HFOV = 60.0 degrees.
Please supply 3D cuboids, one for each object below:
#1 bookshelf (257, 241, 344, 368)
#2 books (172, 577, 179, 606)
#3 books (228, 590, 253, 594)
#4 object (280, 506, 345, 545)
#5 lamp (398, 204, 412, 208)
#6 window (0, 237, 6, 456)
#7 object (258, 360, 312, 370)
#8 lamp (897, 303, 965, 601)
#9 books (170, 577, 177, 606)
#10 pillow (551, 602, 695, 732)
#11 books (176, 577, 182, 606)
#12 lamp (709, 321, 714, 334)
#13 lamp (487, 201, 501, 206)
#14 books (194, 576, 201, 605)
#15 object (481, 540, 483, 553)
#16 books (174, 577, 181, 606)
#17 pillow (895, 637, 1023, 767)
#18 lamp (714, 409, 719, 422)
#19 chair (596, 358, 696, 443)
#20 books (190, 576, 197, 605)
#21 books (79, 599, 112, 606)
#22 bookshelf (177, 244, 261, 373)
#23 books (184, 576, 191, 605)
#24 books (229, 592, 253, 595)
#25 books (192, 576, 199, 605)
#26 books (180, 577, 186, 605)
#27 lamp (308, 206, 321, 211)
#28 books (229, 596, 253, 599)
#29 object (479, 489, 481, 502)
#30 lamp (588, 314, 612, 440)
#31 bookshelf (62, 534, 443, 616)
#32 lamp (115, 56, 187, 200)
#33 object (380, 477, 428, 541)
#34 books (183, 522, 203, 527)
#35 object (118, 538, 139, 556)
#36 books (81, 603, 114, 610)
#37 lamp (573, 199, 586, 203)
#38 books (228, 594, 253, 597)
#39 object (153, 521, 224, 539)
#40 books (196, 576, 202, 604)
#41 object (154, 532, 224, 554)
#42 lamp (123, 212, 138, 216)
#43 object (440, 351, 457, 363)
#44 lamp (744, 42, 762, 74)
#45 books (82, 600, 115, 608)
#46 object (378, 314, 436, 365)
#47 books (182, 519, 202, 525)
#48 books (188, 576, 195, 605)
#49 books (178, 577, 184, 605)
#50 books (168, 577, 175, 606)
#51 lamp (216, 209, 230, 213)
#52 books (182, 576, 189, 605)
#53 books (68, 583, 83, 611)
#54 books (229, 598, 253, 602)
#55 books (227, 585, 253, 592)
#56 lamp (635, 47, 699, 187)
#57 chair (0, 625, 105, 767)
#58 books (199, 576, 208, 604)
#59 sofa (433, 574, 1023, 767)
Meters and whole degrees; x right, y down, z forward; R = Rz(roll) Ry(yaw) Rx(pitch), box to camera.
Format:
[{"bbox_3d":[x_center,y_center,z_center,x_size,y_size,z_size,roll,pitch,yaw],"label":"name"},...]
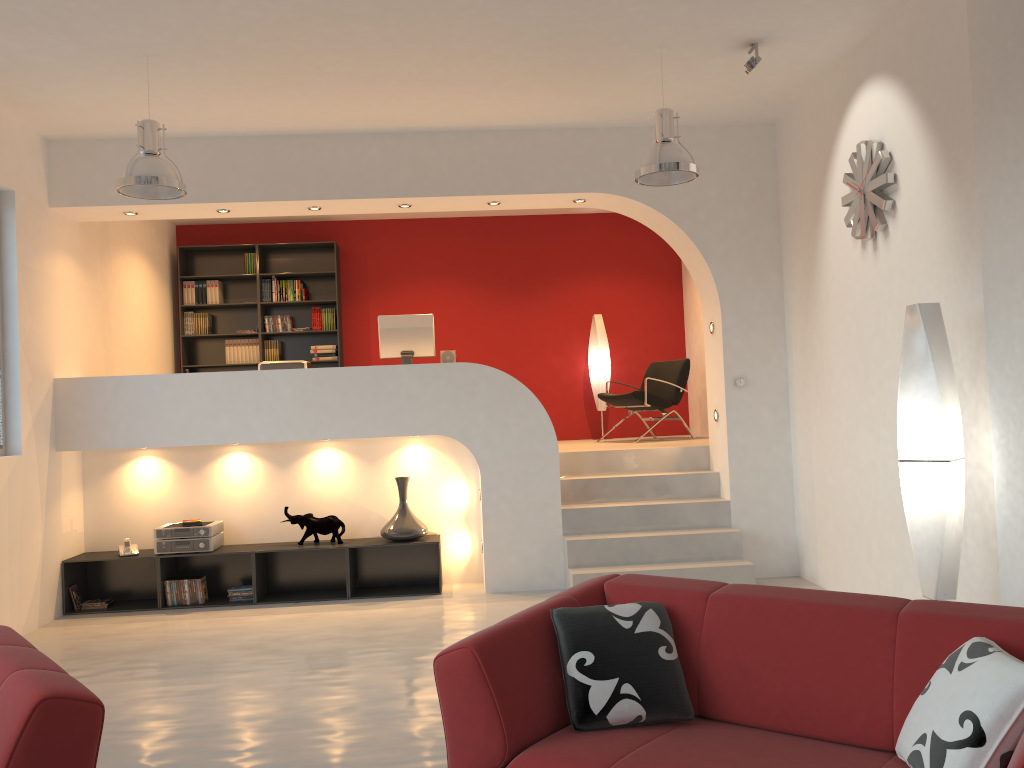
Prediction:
[{"bbox_3d":[-2.229,-0.376,9.434,0.816,2.213,0.305,-2,-2,-4],"label":"bookshelf"},{"bbox_3d":[-2.520,1.560,6.674,0.031,0.190,0.135,-2,-2,-4],"label":"books"},{"bbox_3d":[-2.047,1.569,6.745,0.190,0.015,0.135,-2,-2,-4],"label":"books"},{"bbox_3d":[-1.530,1.085,6.846,0.507,0.296,0.191,-3,-2,12],"label":"object"},{"bbox_3d":[-0.840,-1.394,6.952,0.105,0.011,0.105,-2,-2,-15],"label":"lamp"},{"bbox_3d":[-3.426,-0.449,4.811,0.100,1.800,2.400,-2,-2,-4],"label":"window"},{"bbox_3d":[-1.855,-0.075,7.337,0.397,0.217,0.458,-2,-2,-4],"label":"object"},{"bbox_3d":[1.965,0.515,4.135,0.313,1.779,0.313,-3,-2,5],"label":"lamp"},{"bbox_3d":[-2.535,1.560,6.673,0.031,0.190,0.135,-2,-2,-4],"label":"books"},{"bbox_3d":[0.348,0.891,2.831,0.402,0.343,0.288,-2,-2,-11],"label":"pillow"},{"bbox_3d":[-2.490,1.558,6.676,0.031,0.190,0.135,-2,-2,-4],"label":"books"},{"bbox_3d":[1.592,-0.448,7.071,0.011,0.105,0.105,-2,-2,-4],"label":"lamp"},{"bbox_3d":[-0.142,-1.423,6.995,0.105,0.011,0.105,-2,-2,-15],"label":"lamp"},{"bbox_3d":[-2.355,1.553,6.684,0.031,0.190,0.135,-2,-2,-4],"label":"books"},{"bbox_3d":[-0.236,1.278,6.973,0.011,0.105,0.105,-2,-2,-4],"label":"object"},{"bbox_3d":[-2.505,1.559,6.675,0.031,0.190,0.135,-2,-2,-4],"label":"books"},{"bbox_3d":[1.146,0.840,2.234,0.288,0.343,0.402,-3,-2,4],"label":"pillow"},{"bbox_3d":[1.622,0.250,7.051,0.011,0.105,0.105,-2,-2,-4],"label":"lamp"},{"bbox_3d":[1.309,0.164,8.805,0.768,0.795,0.664,-2,-2,-29],"label":"chair"},{"bbox_3d":[-2.385,1.554,6.682,0.031,0.190,0.135,-2,-2,-4],"label":"books"},{"bbox_3d":[-3.134,1.644,6.684,0.190,0.015,0.135,-2,-2,-4],"label":"books"},{"bbox_3d":[-3.042,-0.343,9.384,0.816,2.213,0.305,-2,-2,-4],"label":"bookshelf"},{"bbox_3d":[-2.430,1.556,6.679,0.031,0.190,0.135,-2,-2,-4],"label":"books"},{"bbox_3d":[-2.043,1.584,6.752,0.190,0.015,0.135,-2,-2,-4],"label":"books"},{"bbox_3d":[-2.370,1.553,6.683,0.031,0.190,0.135,-2,-2,-4],"label":"books"},{"bbox_3d":[-2.460,1.557,6.678,0.031,0.190,0.135,-2,-2,-4],"label":"books"},{"bbox_3d":[-1.538,-1.366,6.909,0.105,0.011,0.105,-2,-2,-15],"label":"lamp"},{"bbox_3d":[-2.038,1.614,6.752,0.190,0.015,0.135,-2,-2,-4],"label":"books"},{"bbox_3d":[-0.253,0.879,6.984,0.011,0.105,0.105,-2,-2,-4],"label":"object"},{"bbox_3d":[0.952,-0.075,9.575,0.237,1.349,0.237,-3,-2,5],"label":"lamp"},{"bbox_3d":[-1.928,1.447,6.786,2.764,0.397,0.405,-2,-2,-4],"label":"bookshelf"},{"bbox_3d":[-2.093,-1.503,5.119,0.379,0.800,0.379,-1,-2,-32],"label":"lamp"},{"bbox_3d":[-0.840,0.963,6.867,0.369,0.481,0.369,-1,-2,-38],"label":"object"},{"bbox_3d":[-2.430,1.064,6.740,0.135,0.015,0.190,-2,-2,-24],"label":"books"},{"bbox_3d":[-2.878,1.217,6.653,0.130,0.117,0.146,-2,-2,-28],"label":"object"},{"bbox_3d":[-3.122,1.673,6.684,0.190,0.015,0.135,-2,-2,-4],"label":"books"},{"bbox_3d":[0.537,-1.451,7.037,0.105,0.011,0.105,-2,-2,-15],"label":"lamp"},{"bbox_3d":[-2.048,1.599,6.752,0.190,0.015,0.135,-2,-2,1],"label":"books"},{"bbox_3d":[-2.462,1.113,6.769,0.430,0.077,0.349,-2,-2,-4],"label":"object"},{"bbox_3d":[-2.340,1.552,6.685,0.031,0.190,0.135,-2,-2,-4],"label":"books"},{"bbox_3d":[-2.458,1.210,6.758,0.430,0.100,0.365,-2,-2,-4],"label":"object"},{"bbox_3d":[-2.934,-1.309,6.822,0.105,0.011,0.105,-2,-2,0],"label":"lamp"},{"bbox_3d":[-0.534,-0.203,7.391,0.133,0.147,0.151,-2,-2,-20],"label":"object"},{"bbox_3d":[1.450,-1.955,5.337,0.112,0.176,0.118,-4,-2,39],"label":"lamp"},{"bbox_3d":[-3.118,1.658,6.685,0.190,0.015,0.135,-2,-2,-4],"label":"books"},{"bbox_3d":[-0.866,-0.343,7.325,0.458,0.452,0.230,-2,-2,-4],"label":"object"},{"bbox_3d":[-2.434,1.050,6.749,0.135,0.015,0.190,-2,-2,-19],"label":"books"},{"bbox_3d":[-2.400,1.555,6.681,0.031,0.190,0.135,-2,-2,-4],"label":"books"},{"bbox_3d":[-2.475,1.558,6.677,0.031,0.190,0.135,-2,-2,-4],"label":"books"},{"bbox_3d":[-2.550,1.561,6.672,0.031,0.190,0.135,-2,-2,-4],"label":"books"},{"bbox_3d":[-2.236,-1.337,6.866,0.105,0.011,0.105,-2,-2,-15],"label":"lamp"},{"bbox_3d":[-2.445,1.556,6.679,0.031,0.190,0.135,-2,-2,-4],"label":"books"},{"bbox_3d":[-3.254,1.595,6.628,0.063,0.187,0.135,-2,-2,-4],"label":"books"},{"bbox_3d":[-2.043,1.629,6.751,0.190,0.015,0.135,-2,-2,-9],"label":"books"},{"bbox_3d":[-2.058,1.555,6.752,0.190,0.015,0.135,-2,-2,-9],"label":"books"},{"bbox_3d":[0.908,-1.626,5.305,0.379,0.800,0.379,-1,-2,-32],"label":"lamp"},{"bbox_3d":[-1.812,1.146,2.324,1.288,0.738,0.951,-1,-2,-44],"label":"chair"},{"bbox_3d":[-2.326,1.552,6.686,0.031,0.190,0.135,-2,-2,-4],"label":"books"},{"bbox_3d":[0.739,1.043,2.535,1.929,0.738,0.951,-4,-2,36],"label":"sofa"}]
